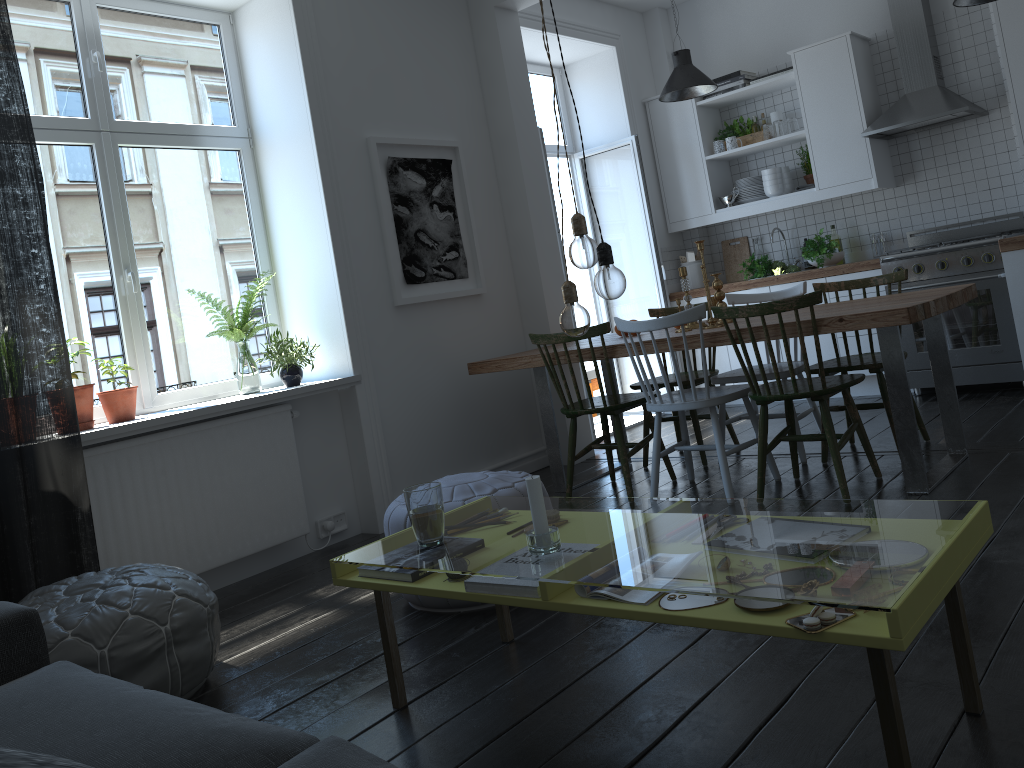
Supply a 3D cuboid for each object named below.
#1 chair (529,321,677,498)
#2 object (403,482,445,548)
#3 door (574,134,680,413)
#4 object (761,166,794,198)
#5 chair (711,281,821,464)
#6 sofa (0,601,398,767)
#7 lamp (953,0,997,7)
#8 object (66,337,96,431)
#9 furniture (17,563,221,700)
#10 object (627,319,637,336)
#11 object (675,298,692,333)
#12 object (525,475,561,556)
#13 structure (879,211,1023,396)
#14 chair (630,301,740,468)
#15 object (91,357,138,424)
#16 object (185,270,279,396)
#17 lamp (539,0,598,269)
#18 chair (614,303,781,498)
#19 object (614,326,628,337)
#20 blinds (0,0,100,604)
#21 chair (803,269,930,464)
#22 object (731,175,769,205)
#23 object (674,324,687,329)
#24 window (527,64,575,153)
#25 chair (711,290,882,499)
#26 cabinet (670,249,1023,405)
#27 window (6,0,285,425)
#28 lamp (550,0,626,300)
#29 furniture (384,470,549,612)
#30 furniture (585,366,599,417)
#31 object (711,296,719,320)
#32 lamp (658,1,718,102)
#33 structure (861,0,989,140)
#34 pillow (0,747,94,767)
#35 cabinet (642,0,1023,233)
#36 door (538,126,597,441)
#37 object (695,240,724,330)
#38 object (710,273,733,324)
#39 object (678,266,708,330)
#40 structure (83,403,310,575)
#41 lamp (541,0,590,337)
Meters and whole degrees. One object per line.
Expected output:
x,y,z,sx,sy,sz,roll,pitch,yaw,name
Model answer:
0.443,0.115,4.228,0.462,0.830,0.490,-10,-1,39,chair
-0.215,0.331,2.225,0.097,0.146,0.097,-10,0,2,object
0.862,-0.801,6.575,0.580,2.033,0.105,-11,-2,35,door
1.907,-1.443,6.316,0.148,0.217,0.312,-10,2,39,object
1.304,-0.065,4.512,0.461,0.845,0.514,-10,-1,41,chair
-0.614,0.619,0.930,2.351,0.724,1.096,-6,4,41,sofa
2.404,-2.478,4.556,0.389,0.943,0.381,-9,-1,-41,lamp
-1.786,0.009,3.523,0.260,0.371,0.232,-10,0,-37,object
-1.210,0.764,2.589,0.673,0.383,0.687,-7,4,41,furniture
0.640,-0.295,4.624,0.091,0.088,0.083,-10,1,-23,object
0.799,-0.326,4.170,0.080,0.161,0.080,-10,-1,-2,object
0.060,0.291,1.982,0.075,0.174,0.074,-10,-1,-14,object
2.800,-0.492,5.463,0.693,1.022,0.729,-10,0,41,structure
0.922,-0.015,4.795,0.462,0.830,0.490,-10,-1,39,chair
-1.635,0.018,3.663,0.176,0.278,0.195,-10,0,8,object
-1.271,-0.234,4.192,0.392,0.568,0.328,-10,0,4,object
0.051,-1.012,2.114,0.074,1.502,0.074,-10,-2,-2,lamp
0.798,0.072,3.898,0.461,0.845,0.514,-10,-1,41,chair
0.590,-0.294,4.690,0.087,0.090,0.084,-9,1,31,object
-1.909,-0.475,2.884,0.111,2.983,0.811,-11,-2,40,blinds
1.662,-0.092,4.182,0.462,0.830,0.490,-10,-1,39,chair
1.769,-1.424,6.508,0.297,0.195,0.309,-7,4,42,object
0.868,-0.326,4.553,0.085,0.084,0.088,-11,2,-37,object
0.059,-2.016,6.375,0.104,0.659,1.193,-11,1,41,window
1.183,0.037,3.615,0.462,0.830,0.490,-10,-1,39,chair
2.513,-0.359,5.715,0.736,0.816,3.155,-11,4,-41,cabinet
-1.806,-0.848,4.010,0.106,1.993,1.584,-12,-1,41,window
0.106,-0.934,2.061,0.074,1.502,0.086,-10,-2,2,lamp
-0.143,0.541,3.158,0.604,0.420,0.621,-8,3,35,furniture
0.394,0.087,7.470,0.912,0.375,0.404,-7,3,41,furniture
1.022,-0.370,4.398,0.049,0.139,0.050,-11,-2,41,object
0.362,-1.510,6.479,2.674,2.518,0.496,-9,-1,41,lamp
2.521,-2.287,5.630,0.626,1.309,0.533,-10,-1,41,structure
-0.772,0.408,0.900,2.036,0.493,0.483,-5,4,45,pillow
2.601,-1.148,5.517,3.754,2.377,0.787,-7,1,45,cabinet
0.136,-0.605,5.713,0.105,2.033,0.579,-8,-3,-43,door
0.897,-0.461,4.082,0.113,0.412,0.113,-10,-2,3,object
1.018,-0.417,4.305,0.101,0.248,0.100,-9,-1,-25,object
0.864,-0.424,4.332,0.141,0.312,0.139,-10,-1,-7,object
-1.285,0.481,3.661,0.072,0.629,1.076,-12,1,41,structure
0.034,-0.853,2.113,0.089,1.502,0.073,-9,-2,-25,lamp
